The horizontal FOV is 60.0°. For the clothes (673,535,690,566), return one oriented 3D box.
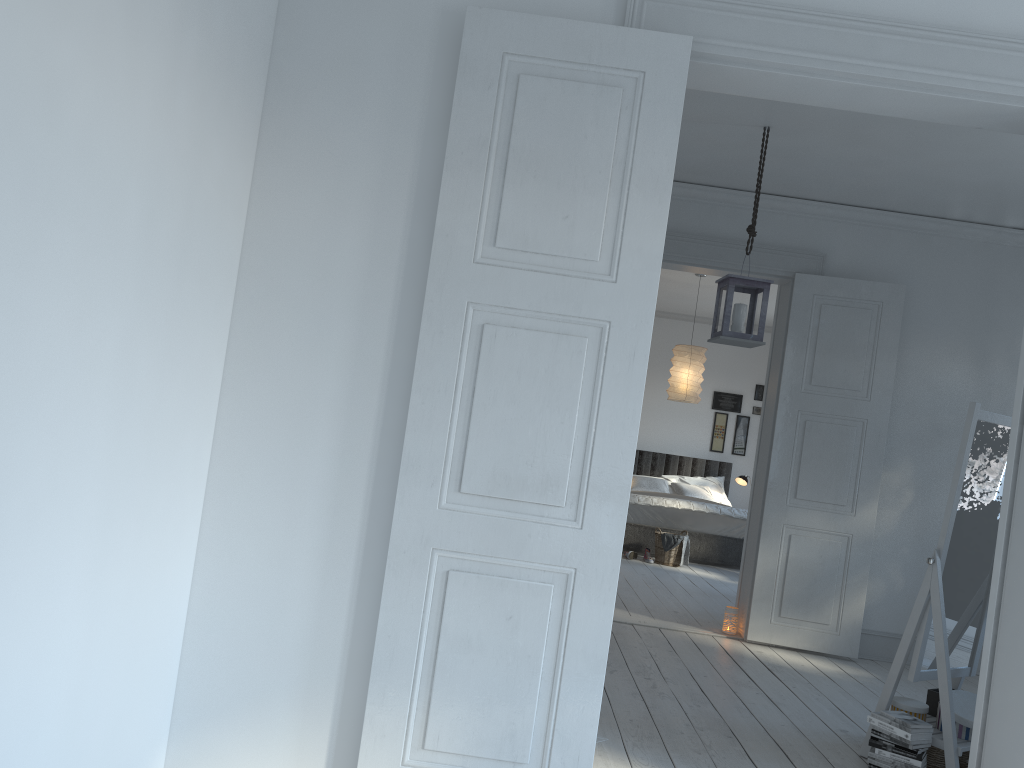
[{"bbox_3d":[1.571,1.608,8.670,0.283,0.288,0.235,6,-2,40],"label":"clothes"}]

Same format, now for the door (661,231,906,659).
[{"bbox_3d":[1.010,0.302,5.763,2.598,2.504,0.578,8,-2,0],"label":"door"}]

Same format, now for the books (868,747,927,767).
[{"bbox_3d":[1.505,1.460,3.458,0.186,0.017,0.132,6,-3,37],"label":"books"}]

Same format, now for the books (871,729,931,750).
[{"bbox_3d":[1.517,1.380,3.456,0.128,0.016,0.176,10,-3,-33],"label":"books"}]

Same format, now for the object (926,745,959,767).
[{"bbox_3d":[1.664,1.495,3.614,0.185,0.140,0.295,9,-3,-28],"label":"object"}]

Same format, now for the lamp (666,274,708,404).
[{"bbox_3d":[1.717,-0.441,8.482,0.338,1.230,0.341,7,-2,32],"label":"lamp"}]

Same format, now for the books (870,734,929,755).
[{"bbox_3d":[1.510,1.396,3.454,0.178,0.016,0.128,6,-3,43],"label":"books"}]

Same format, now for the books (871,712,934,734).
[{"bbox_3d":[1.523,1.321,3.463,0.132,0.017,0.186,9,-3,-27],"label":"books"}]

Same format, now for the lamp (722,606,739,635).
[{"bbox_3d":[1.410,1.524,5.718,0.089,0.166,0.089,8,-2,-7],"label":"lamp"}]

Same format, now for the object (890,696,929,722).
[{"bbox_3d":[1.628,1.341,3.635,0.142,0.074,0.142,9,-2,-16],"label":"object"}]

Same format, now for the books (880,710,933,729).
[{"bbox_3d":[1.534,1.306,3.451,0.111,0.014,0.156,9,-3,-20],"label":"books"}]

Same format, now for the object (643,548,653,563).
[{"bbox_3d":[1.343,1.683,8.685,0.083,0.122,0.222,8,-2,0],"label":"object"}]

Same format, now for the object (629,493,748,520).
[{"bbox_3d":[1.849,1.269,9.229,1.460,0.104,0.405,8,-2,0],"label":"object"}]

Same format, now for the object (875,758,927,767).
[{"bbox_3d":[1.511,1.473,3.445,0.156,0.014,0.111,6,-3,43],"label":"object"}]

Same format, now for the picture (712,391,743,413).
[{"bbox_3d":[2.730,0.230,11.235,0.365,0.232,0.020,8,-1,0],"label":"picture"}]

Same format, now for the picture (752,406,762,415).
[{"bbox_3d":[3.111,0.340,11.234,0.119,0.098,0.010,8,-1,0],"label":"picture"}]

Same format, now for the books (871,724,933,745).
[{"bbox_3d":[1.519,1.363,3.459,0.128,0.016,0.180,9,-3,-29],"label":"books"}]

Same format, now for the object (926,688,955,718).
[{"bbox_3d":[1.879,1.369,3.769,0.166,0.103,0.155,10,-3,-35],"label":"object"}]

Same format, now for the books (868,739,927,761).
[{"bbox_3d":[1.507,1.416,3.462,0.193,0.022,0.128,6,-3,33],"label":"books"}]

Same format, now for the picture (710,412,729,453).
[{"bbox_3d":[2.626,0.613,11.225,0.165,0.504,0.020,8,-1,0],"label":"picture"}]

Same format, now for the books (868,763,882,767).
[{"bbox_3d":[1.499,1.504,3.453,0.176,0.016,0.128,6,-3,41],"label":"books"}]

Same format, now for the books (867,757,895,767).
[{"bbox_3d":[1.501,1.488,3.456,0.128,0.016,0.180,10,-3,-44],"label":"books"}]

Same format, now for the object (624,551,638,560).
[{"bbox_3d":[1.144,1.675,8.731,0.120,0.084,0.223,7,-3,29],"label":"object"}]

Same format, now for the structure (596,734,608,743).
[{"bbox_3d":[-0.156,-0.051,3.301,1.250,2.826,0.799,10,-2,-45],"label":"structure"}]

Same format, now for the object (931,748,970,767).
[{"bbox_3d":[1.848,1.526,3.720,0.185,0.140,0.295,9,-3,-28],"label":"object"}]

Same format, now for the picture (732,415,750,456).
[{"bbox_3d":[2.900,0.652,11.223,0.165,0.504,0.020,8,-1,0],"label":"picture"}]

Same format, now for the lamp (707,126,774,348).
[{"bbox_3d":[1.241,-1.074,4.453,0.228,1.761,0.228,8,-1,-3],"label":"lamp"}]

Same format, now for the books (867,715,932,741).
[{"bbox_3d":[1.514,1.341,3.466,0.128,0.026,0.200,9,-3,-28],"label":"books"}]

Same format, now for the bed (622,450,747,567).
[{"bbox_3d":[1.854,1.345,10.071,1.888,1.046,2.178,8,-2,0],"label":"bed"}]

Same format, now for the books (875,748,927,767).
[{"bbox_3d":[1.516,1.441,3.454,0.166,0.022,0.128,6,-3,34],"label":"books"}]

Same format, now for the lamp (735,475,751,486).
[{"bbox_3d":[2.968,1.595,10.845,0.801,0.936,0.450,9,-2,-17],"label":"lamp"}]

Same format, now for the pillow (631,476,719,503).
[{"bbox_3d":[1.902,1.259,10.503,1.147,0.225,0.416,8,-2,-7],"label":"pillow"}]

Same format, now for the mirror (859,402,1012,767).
[{"bbox_3d":[1.871,0.837,3.654,0.611,1.488,0.416,9,-2,-35],"label":"mirror"}]

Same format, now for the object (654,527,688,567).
[{"bbox_3d":[1.544,1.595,8.692,0.319,0.351,0.320,7,-2,32],"label":"object"}]

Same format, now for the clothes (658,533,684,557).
[{"bbox_3d":[1.543,1.588,8.634,0.246,0.270,0.298,8,-2,1],"label":"clothes"}]

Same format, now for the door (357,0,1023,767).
[{"bbox_3d":[1.002,0.168,2.749,2.598,2.504,0.578,8,-2,0],"label":"door"}]

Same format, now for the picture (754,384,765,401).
[{"bbox_3d":[3.145,0.113,11.240,0.128,0.202,0.011,8,-1,0],"label":"picture"}]

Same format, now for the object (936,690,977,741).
[{"bbox_3d":[1.818,1.323,3.539,0.207,0.158,0.241,8,-2,8],"label":"object"}]
